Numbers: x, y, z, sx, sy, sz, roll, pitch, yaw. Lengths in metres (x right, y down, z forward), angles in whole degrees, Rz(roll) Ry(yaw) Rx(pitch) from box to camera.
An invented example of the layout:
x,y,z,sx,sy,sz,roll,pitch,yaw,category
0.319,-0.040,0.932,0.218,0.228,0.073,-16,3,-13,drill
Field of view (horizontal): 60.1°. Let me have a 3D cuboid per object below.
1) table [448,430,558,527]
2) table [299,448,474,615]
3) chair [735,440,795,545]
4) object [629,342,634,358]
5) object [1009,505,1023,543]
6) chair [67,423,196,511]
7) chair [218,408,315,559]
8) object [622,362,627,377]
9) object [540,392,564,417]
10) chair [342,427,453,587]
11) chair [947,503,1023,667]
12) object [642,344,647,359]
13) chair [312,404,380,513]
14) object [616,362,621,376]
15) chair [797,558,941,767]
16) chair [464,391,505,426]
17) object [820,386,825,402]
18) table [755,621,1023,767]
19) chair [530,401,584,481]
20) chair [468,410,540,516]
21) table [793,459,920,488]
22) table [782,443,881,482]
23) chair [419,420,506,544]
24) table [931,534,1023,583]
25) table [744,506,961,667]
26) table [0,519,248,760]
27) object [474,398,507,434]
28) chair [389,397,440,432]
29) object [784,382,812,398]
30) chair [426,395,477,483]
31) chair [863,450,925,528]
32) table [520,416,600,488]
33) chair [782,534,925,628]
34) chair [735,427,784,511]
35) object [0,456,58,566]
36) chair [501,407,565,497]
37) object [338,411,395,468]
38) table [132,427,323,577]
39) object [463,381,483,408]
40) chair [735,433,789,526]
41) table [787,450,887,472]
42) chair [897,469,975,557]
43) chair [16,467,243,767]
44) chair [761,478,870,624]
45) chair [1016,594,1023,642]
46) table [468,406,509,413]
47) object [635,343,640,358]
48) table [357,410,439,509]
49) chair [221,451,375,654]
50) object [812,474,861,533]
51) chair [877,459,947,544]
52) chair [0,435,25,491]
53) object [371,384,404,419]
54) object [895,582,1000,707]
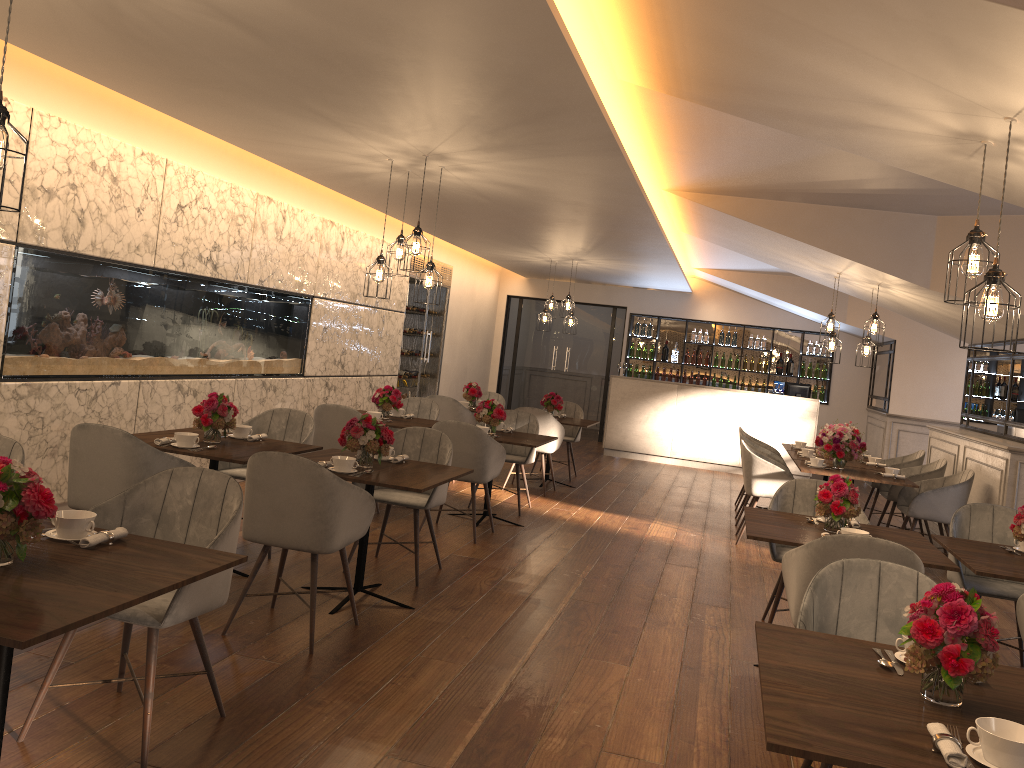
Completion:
x,y,z,sx,sy,sz,roll,pitch,yaw,category
-0.181,0.771,7.307,0.897,0.721,0.895,7,1,14,table
-0.800,0.807,4.807,0.897,0.721,0.895,7,1,14,table
2.203,0.950,7.650,0.527,0.873,0.564,6,0,14,chair
2.024,-0.576,14.976,0.065,0.262,0.066,7,-1,-8,object
2.522,0.695,4.186,0.234,0.301,0.305,6,1,-11,object
-1.926,0.620,4.417,0.566,0.873,0.525,6,0,14,chair
-1.592,0.603,5.702,0.566,0.873,0.525,6,0,14,chair
1.682,-0.218,13.250,0.065,0.208,0.145,6,0,5,object
0.429,0.220,9.739,0.233,0.301,0.306,6,1,-29,object
-0.667,0.718,5.468,0.566,0.873,0.525,6,0,14,chair
2.630,1.121,4.787,0.566,0.873,0.525,6,0,14,chair
2.237,-0.550,14.922,0.065,0.262,0.066,7,-1,-8,object
-1.306,0.583,6.918,0.566,0.873,0.525,6,0,14,chair
1.599,-0.228,13.267,0.065,0.208,0.065,6,-1,5,object
1.146,1.039,2.767,0.566,0.873,0.525,6,0,14,chair
-0.378,0.531,10.605,0.566,0.873,0.525,6,0,14,chair
4.985,0.157,14.212,0.065,0.262,0.066,7,-1,-8,object
1.014,1.128,2.106,0.897,0.721,0.895,7,1,14,table
0.547,0.646,10.372,0.566,0.873,0.525,6,0,14,chair
-0.048,0.681,7.969,0.566,0.873,0.525,6,0,14,chair
2.851,1.105,7.523,0.897,0.721,0.895,7,1,14,table
3.302,1.079,9.344,0.897,0.721,0.895,7,1,14,table
-0.382,0.698,6.684,0.566,0.873,0.525,6,0,14,chair
2.497,1.210,4.126,0.897,0.721,0.895,7,1,14,table
1.572,1.095,4.360,0.897,0.721,0.895,7,1,14,table
-1.395,0.842,2.404,0.897,0.721,0.895,7,1,14,table
-0.166,0.257,7.286,0.233,0.301,0.306,6,1,-43,object
-0.973,0.566,8.202,0.566,0.873,0.525,6,0,14,chair
4.131,0.153,12.791,0.408,0.329,0.130,6,0,-8,object
-0.711,0.548,9.321,0.566,0.873,0.525,6,0,14,chair
3.939,1.082,9.166,0.527,0.873,0.564,6,0,14,chair
0.415,0.735,9.710,0.897,0.721,0.895,7,1,14,table
1.416,1.029,3.725,0.566,0.873,0.525,6,0,14,chair
2.654,0.924,9.472,0.527,0.873,0.564,6,0,14,chair
-1.381,0.329,2.383,0.305,0.301,0.234,6,0,-8,object
0.214,0.663,9.087,0.566,0.873,0.525,6,0,14,chair
-0.785,0.294,4.787,0.305,0.301,0.234,6,0,-8,object
-1.725,0.692,5.041,0.897,0.721,0.895,7,1,14,table
-0.435,0.112,9.949,0.234,0.301,0.305,6,1,-11,object
2.428,0.937,8.561,0.527,0.873,0.564,6,0,14,chair
3.076,1.092,8.434,0.897,0.721,0.895,7,1,14,table
3.488,1.109,7.344,0.527,0.873,0.564,6,0,14,chair
-1.262,0.753,3.065,0.566,0.873,0.525,6,0,14,chair
1.705,1.006,5.021,0.566,0.873,0.525,6,0,14,chair
2.341,1.144,3.492,0.566,0.873,0.525,6,0,14,chair
-0.510,0.620,9.943,0.897,0.721,0.895,7,1,14,table
2.130,-0.563,14.949,0.065,0.262,0.066,7,-1,-8,object
-1.106,0.656,7.541,0.897,0.721,0.895,7,1,14,table
-1.001,0.735,4.184,0.566,0.873,0.525,6,0,14,chair
1.614,0.583,4.403,0.235,0.301,0.304,7,1,33,object
3.713,1.096,8.255,0.527,0.873,0.564,6,0,14,chair
-2.187,0.638,3.299,0.566,0.873,0.525,6,0,14,chair
-1.075,0.142,7.545,0.306,0.301,0.233,7,1,36,object
1.056,0.616,2.152,0.235,0.301,0.304,7,1,33,object
